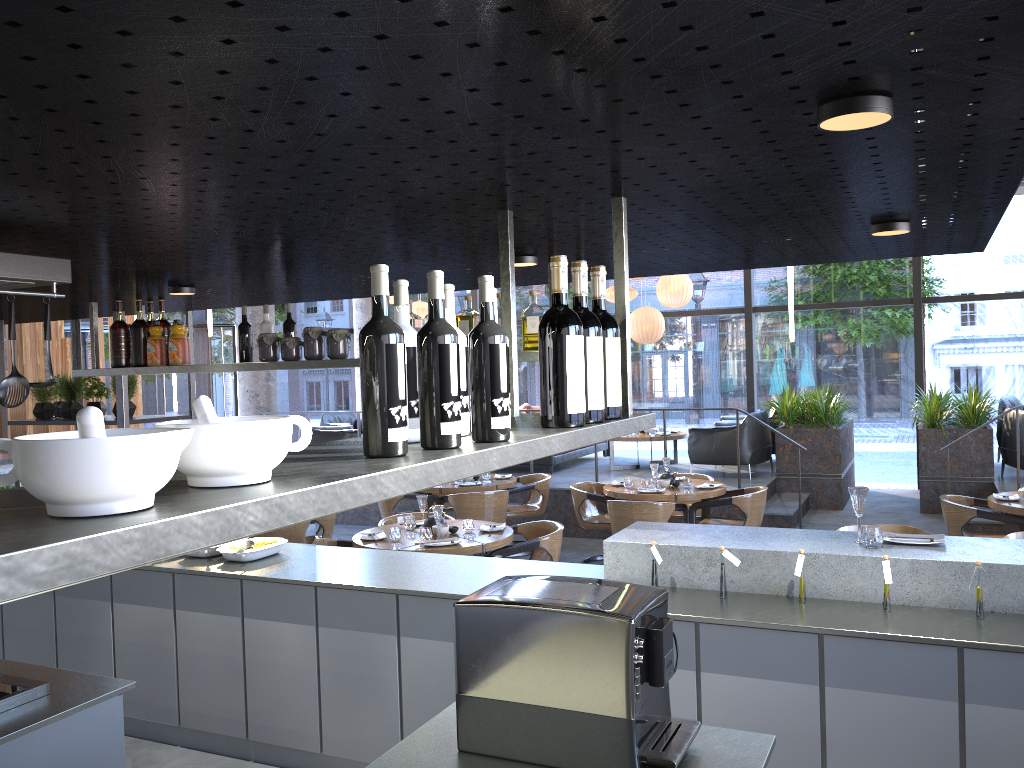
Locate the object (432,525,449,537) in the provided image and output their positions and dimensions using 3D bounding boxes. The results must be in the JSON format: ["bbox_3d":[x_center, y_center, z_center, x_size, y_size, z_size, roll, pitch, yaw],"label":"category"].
[{"bbox_3d":[-0.480,0.990,5.972,0.116,0.065,0.116,-2,1,10],"label":"object"}]

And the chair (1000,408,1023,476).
[{"bbox_3d":[5.467,0.615,8.990,0.833,0.743,1.030,-2,1,11],"label":"chair"}]

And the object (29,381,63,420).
[{"bbox_3d":[-3.185,0.103,6.044,0.211,0.283,0.221,-1,1,38],"label":"object"}]

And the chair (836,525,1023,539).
[{"bbox_3d":[2.794,1.233,1.615,2.787,1.047,5.395,-2,1,2],"label":"chair"}]

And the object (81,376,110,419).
[{"bbox_3d":[-2.721,0.079,5.793,0.172,0.311,0.179,-1,1,36],"label":"object"}]

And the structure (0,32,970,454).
[{"bbox_3d":[0.409,-1.181,4.636,10.399,5.894,10.127,-1,1,25],"label":"structure"}]

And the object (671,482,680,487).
[{"bbox_3d":[1.466,0.901,7.930,0.080,0.042,0.080,-3,1,-41],"label":"object"}]

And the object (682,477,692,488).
[{"bbox_3d":[1.557,0.877,7.877,0.086,0.086,0.086,-2,1,-17],"label":"object"}]

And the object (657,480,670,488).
[{"bbox_3d":[1.356,0.893,7.920,0.116,0.065,0.116,-2,1,-13],"label":"object"}]

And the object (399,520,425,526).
[{"bbox_3d":[-0.676,1.008,6.429,0.294,0.025,0.170,-2,1,-29],"label":"object"}]

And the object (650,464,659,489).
[{"bbox_3d":[1.255,0.817,7.797,0.082,0.227,0.082,-2,1,-5],"label":"object"}]

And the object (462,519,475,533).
[{"bbox_3d":[-0.297,0.972,6.066,0.086,0.086,0.086,-2,1,-11],"label":"object"}]

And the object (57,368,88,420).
[{"bbox_3d":[-2.948,0.055,5.954,0.196,0.367,0.186,-2,1,-20],"label":"object"}]

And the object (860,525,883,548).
[{"bbox_3d":[1.455,0.617,3.588,0.086,0.086,0.086,-1,1,25],"label":"object"}]

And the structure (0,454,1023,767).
[{"bbox_3d":[-1.134,1.165,2.482,8.945,1.400,4.889,-1,1,25],"label":"structure"}]

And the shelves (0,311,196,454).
[{"bbox_3d":[-4.214,-0.914,4.118,1.247,5.690,5.494,-1,1,35],"label":"shelves"}]

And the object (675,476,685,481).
[{"bbox_3d":[1.491,0.900,8.398,0.294,0.025,0.170,-2,1,10],"label":"object"}]

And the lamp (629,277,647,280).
[{"bbox_3d":[1.570,-2.517,11.310,0.465,2.374,0.465,-3,1,-42],"label":"lamp"}]

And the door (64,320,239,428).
[{"bbox_3d":[-4.330,0.549,10.464,2.186,2.526,2.186,-1,2,45],"label":"door"}]

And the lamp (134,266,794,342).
[{"bbox_3d":[0.573,-5.321,3.920,8.975,10.231,8.774,-1,1,24],"label":"lamp"}]

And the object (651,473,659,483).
[{"bbox_3d":[1.340,0.876,8.281,0.086,0.086,0.086,-2,1,12],"label":"object"}]

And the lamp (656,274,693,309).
[{"bbox_3d":[1.694,-2.457,8.114,0.468,3.124,6.999,-2,1,6],"label":"lamp"}]

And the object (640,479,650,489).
[{"bbox_3d":[1.178,0.890,7.831,0.086,0.086,0.086,-3,1,-40],"label":"object"}]

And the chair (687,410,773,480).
[{"bbox_3d":[2.568,0.681,10.349,0.833,0.743,1.030,-1,1,32],"label":"chair"}]

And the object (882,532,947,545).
[{"bbox_3d":[1.629,0.641,3.667,0.294,0.025,0.170,-1,1,23],"label":"object"}]

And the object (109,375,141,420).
[{"bbox_3d":[-2.506,0.045,5.746,0.196,0.367,0.186,-2,1,-20],"label":"object"}]

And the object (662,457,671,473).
[{"bbox_3d":[1.443,0.802,8.270,0.082,0.227,0.082,-3,1,-32],"label":"object"}]

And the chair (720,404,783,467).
[{"bbox_3d":[3.068,0.645,11.421,0.833,0.743,1.030,-2,1,11],"label":"chair"}]

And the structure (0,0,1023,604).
[{"bbox_3d":[-2.948,-0.986,3.364,8.600,2.382,4.958,-1,1,25],"label":"structure"}]

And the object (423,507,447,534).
[{"bbox_3d":[-0.531,0.932,6.111,0.163,0.179,0.168,-2,1,-9],"label":"object"}]

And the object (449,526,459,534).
[{"bbox_3d":[-0.401,0.998,6.049,0.080,0.042,0.080,-2,1,10],"label":"object"}]

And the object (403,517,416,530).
[{"bbox_3d":[-0.720,0.982,6.243,0.086,0.086,0.086,-2,1,-27],"label":"object"}]

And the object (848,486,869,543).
[{"bbox_3d":[1.446,0.545,3.695,0.082,0.227,0.082,-2,1,-30],"label":"object"}]

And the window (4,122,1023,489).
[{"bbox_3d":[0.472,-1.210,6.249,12.739,5.897,12.900,-1,1,25],"label":"window"}]

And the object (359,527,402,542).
[{"bbox_3d":[-0.881,0.993,5.933,0.253,0.086,0.335,-2,1,-17],"label":"object"}]

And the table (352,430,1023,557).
[{"bbox_3d":[1.734,1.178,8.187,10.659,0.968,6.876,-1,1,26],"label":"table"}]

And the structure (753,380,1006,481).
[{"bbox_3d":[-1.603,0.966,8.129,15.715,1.608,4.306,-2,1,-26],"label":"structure"}]

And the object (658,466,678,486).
[{"bbox_3d":[1.404,0.832,8.056,0.163,0.179,0.168,-2,1,-11],"label":"object"}]

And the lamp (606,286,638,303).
[{"bbox_3d":[1.360,-2.163,11.407,0.467,2.271,0.467,-2,1,-12],"label":"lamp"}]

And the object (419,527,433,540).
[{"bbox_3d":[-0.563,0.985,5.791,0.086,0.086,0.086,-2,1,11],"label":"object"}]

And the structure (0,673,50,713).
[{"bbox_3d":[-1.824,0.952,2.672,0.599,0.060,0.510,-1,1,25],"label":"structure"}]

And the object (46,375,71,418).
[{"bbox_3d":[-3.195,0.085,6.273,0.179,0.311,0.172,-2,1,-9],"label":"object"}]

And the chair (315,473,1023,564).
[{"bbox_3d":[1.699,1.317,6.491,9.749,0.759,4.352,-1,1,27],"label":"chair"}]

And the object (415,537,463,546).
[{"bbox_3d":[-0.475,1.016,5.667,0.294,0.025,0.170,-2,1,-17],"label":"object"}]

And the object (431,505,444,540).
[{"bbox_3d":[-0.483,0.912,5.814,0.082,0.227,0.082,-3,2,-44],"label":"object"}]

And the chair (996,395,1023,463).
[{"bbox_3d":[6.004,0.499,10.089,0.833,0.743,1.030,-1,1,40],"label":"chair"}]

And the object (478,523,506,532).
[{"bbox_3d":[-0.141,0.997,6.114,0.170,0.025,0.294,-2,1,6],"label":"object"}]

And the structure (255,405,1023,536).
[{"bbox_3d":[0.085,-0.404,4.930,11.718,4.117,9.054,-1,1,25],"label":"structure"}]

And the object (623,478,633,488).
[{"bbox_3d":[1.048,0.891,7.998,0.086,0.086,0.086,-3,1,-40],"label":"object"}]

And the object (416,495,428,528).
[{"bbox_3d":[-0.634,0.907,6.300,0.082,0.227,0.082,-1,1,19],"label":"object"}]
